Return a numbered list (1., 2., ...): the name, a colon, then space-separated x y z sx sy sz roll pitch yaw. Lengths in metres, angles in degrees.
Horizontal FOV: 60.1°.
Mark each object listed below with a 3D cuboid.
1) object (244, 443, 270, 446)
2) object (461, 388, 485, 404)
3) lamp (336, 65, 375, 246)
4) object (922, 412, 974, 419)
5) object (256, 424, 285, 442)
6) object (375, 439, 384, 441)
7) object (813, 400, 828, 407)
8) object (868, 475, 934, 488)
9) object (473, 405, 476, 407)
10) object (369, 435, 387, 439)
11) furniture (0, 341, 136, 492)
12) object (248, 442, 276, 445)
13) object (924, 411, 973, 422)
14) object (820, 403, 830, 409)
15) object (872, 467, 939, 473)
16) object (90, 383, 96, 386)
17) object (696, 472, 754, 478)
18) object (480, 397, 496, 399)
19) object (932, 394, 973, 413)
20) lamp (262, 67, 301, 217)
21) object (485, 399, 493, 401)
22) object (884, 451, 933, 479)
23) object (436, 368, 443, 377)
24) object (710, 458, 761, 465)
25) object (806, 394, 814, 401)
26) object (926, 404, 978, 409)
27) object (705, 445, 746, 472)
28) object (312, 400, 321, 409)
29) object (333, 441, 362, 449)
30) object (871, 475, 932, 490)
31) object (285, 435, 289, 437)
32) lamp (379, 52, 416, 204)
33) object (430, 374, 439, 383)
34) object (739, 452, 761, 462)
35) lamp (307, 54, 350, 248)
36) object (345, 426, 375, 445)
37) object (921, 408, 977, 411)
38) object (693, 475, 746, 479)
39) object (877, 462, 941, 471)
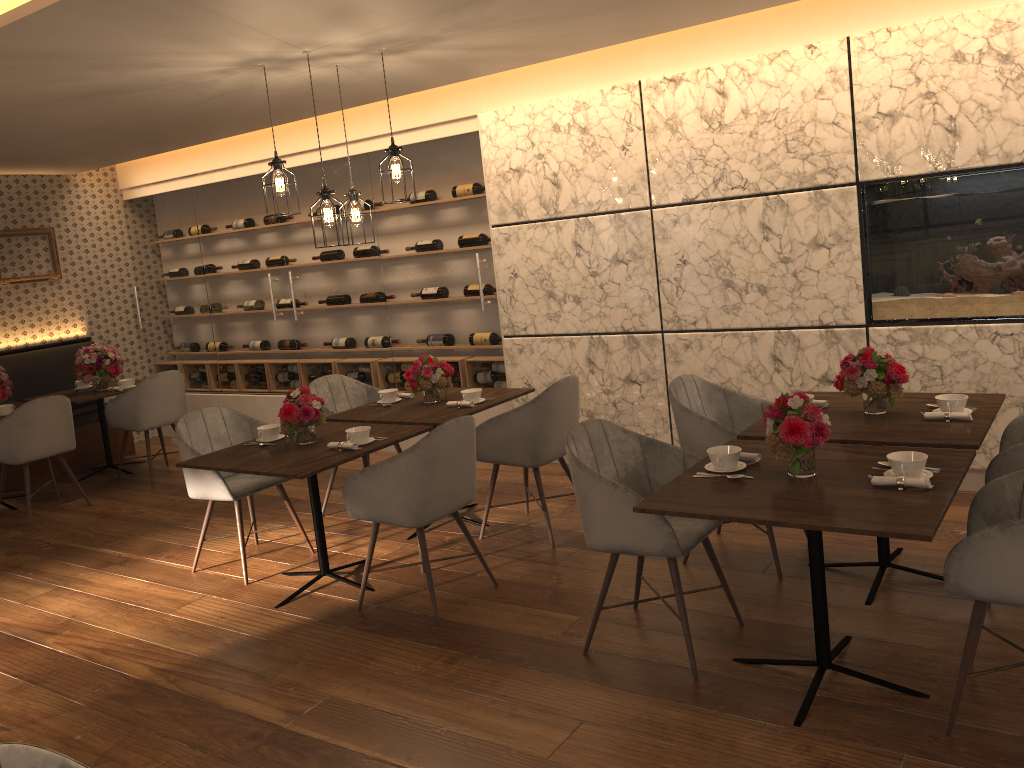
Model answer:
1. object: -1.308 0.309 4.521 0.197 0.015 0.043 0 11 31
2. object: -0.228 0.073 5.050 0.148 0.072 0.149 -4 9 13
3. lamp: -0.949 -1.783 4.747 0.175 2.058 0.176 -2 8 37
4. object: 1.756 0.128 3.577 0.192 0.024 0.025 0 10 35
5. object: -1.263 0.258 4.621 0.148 0.072 0.149 -4 9 13
6. object: -0.718 0.273 4.385 0.210 0.004 0.022 0 11 35
7. object: 1.352 0.086 4.047 0.175 0.039 0.056 0 11 35
8. object: 1.240 0.310 2.830 0.192 0.024 0.025 0 10 35
9. object: -0.278 0.112 4.993 0.192 0.024 0.025 0 10 35
10. object: -0.693 0.260 4.409 0.197 0.015 0.043 0 11 31
11. furniture: -5.738 0.823 5.470 0.541 1.074 7.145 -1 10 35
12. object: -1.282 0.307 4.546 0.210 0.004 0.022 0 11 35
13. object: 1.744 0.128 3.543 0.175 0.039 0.056 0 11 35
14. object: 1.341 0.100 4.014 0.192 0.024 0.025 0 10 35
15. object: 1.316 0.289 2.969 0.210 0.004 0.022 0 11 35
16. object: -3.689 -0.003 7.852 0.175 0.039 0.056 0 11 35
17. object: 0.752 0.323 3.130 0.210 0.004 0.022 0 11 35
18. object: -0.177 0.078 5.156 0.197 0.015 0.043 0 11 31
19. object: 1.806 0.088 3.634 0.148 0.072 0.149 -4 9 13
20. lamp: -1.318 -1.910 4.577 0.175 2.058 0.176 -2 8 37
21. object: -0.202 0.091 5.132 0.210 0.004 0.022 0 11 35
22. object: 1.290 0.270 2.887 0.148 0.072 0.149 -4 9 13
23. object: -0.445 -0.067 5.142 0.076 0.052 0.049 -4 8 14
24. object: 0.825 0.281 3.267 0.192 0.024 0.025 0 10 35
25. object: 1.286 0.092 3.952 0.148 0.072 0.149 -4 9 13
26. object: 1.857 0.094 3.740 0.197 0.015 0.043 0 11 31
27. object: 0.770 0.274 3.205 0.148 0.072 0.149 -4 9 13
28. object: -0.991 0.108 4.406 0.077 0.052 0.046 -7 8 -3
29. object: -0.794 0.294 4.246 0.192 0.024 0.025 0 10 35
30. object: 1.228 0.310 2.795 0.175 0.039 0.056 0 11 35
31. object: -1.209 0.266 4.683 0.192 0.024 0.025 0 10 35
32. lamp: -0.700 -1.971 4.538 0.175 2.058 0.176 -2 8 37
33. object: -0.465 -0.032 5.133 0.077 0.051 0.050 2 12 45
34. object: 0.836 0.268 3.300 0.175 0.039 0.056 0 11 35
35. lamp: -1.028 -1.718 4.410 0.175 2.058 0.176 -2 8 37
36. object: -0.744 0.255 4.303 0.148 0.072 0.149 -4 9 13
37. object: 1.832 0.107 3.716 0.210 0.004 0.022 0 11 35
38. object: 0.726 0.324 3.105 0.197 0.015 0.043 0 11 31
39. object: 1.341 0.276 2.993 0.197 0.015 0.043 0 11 31
